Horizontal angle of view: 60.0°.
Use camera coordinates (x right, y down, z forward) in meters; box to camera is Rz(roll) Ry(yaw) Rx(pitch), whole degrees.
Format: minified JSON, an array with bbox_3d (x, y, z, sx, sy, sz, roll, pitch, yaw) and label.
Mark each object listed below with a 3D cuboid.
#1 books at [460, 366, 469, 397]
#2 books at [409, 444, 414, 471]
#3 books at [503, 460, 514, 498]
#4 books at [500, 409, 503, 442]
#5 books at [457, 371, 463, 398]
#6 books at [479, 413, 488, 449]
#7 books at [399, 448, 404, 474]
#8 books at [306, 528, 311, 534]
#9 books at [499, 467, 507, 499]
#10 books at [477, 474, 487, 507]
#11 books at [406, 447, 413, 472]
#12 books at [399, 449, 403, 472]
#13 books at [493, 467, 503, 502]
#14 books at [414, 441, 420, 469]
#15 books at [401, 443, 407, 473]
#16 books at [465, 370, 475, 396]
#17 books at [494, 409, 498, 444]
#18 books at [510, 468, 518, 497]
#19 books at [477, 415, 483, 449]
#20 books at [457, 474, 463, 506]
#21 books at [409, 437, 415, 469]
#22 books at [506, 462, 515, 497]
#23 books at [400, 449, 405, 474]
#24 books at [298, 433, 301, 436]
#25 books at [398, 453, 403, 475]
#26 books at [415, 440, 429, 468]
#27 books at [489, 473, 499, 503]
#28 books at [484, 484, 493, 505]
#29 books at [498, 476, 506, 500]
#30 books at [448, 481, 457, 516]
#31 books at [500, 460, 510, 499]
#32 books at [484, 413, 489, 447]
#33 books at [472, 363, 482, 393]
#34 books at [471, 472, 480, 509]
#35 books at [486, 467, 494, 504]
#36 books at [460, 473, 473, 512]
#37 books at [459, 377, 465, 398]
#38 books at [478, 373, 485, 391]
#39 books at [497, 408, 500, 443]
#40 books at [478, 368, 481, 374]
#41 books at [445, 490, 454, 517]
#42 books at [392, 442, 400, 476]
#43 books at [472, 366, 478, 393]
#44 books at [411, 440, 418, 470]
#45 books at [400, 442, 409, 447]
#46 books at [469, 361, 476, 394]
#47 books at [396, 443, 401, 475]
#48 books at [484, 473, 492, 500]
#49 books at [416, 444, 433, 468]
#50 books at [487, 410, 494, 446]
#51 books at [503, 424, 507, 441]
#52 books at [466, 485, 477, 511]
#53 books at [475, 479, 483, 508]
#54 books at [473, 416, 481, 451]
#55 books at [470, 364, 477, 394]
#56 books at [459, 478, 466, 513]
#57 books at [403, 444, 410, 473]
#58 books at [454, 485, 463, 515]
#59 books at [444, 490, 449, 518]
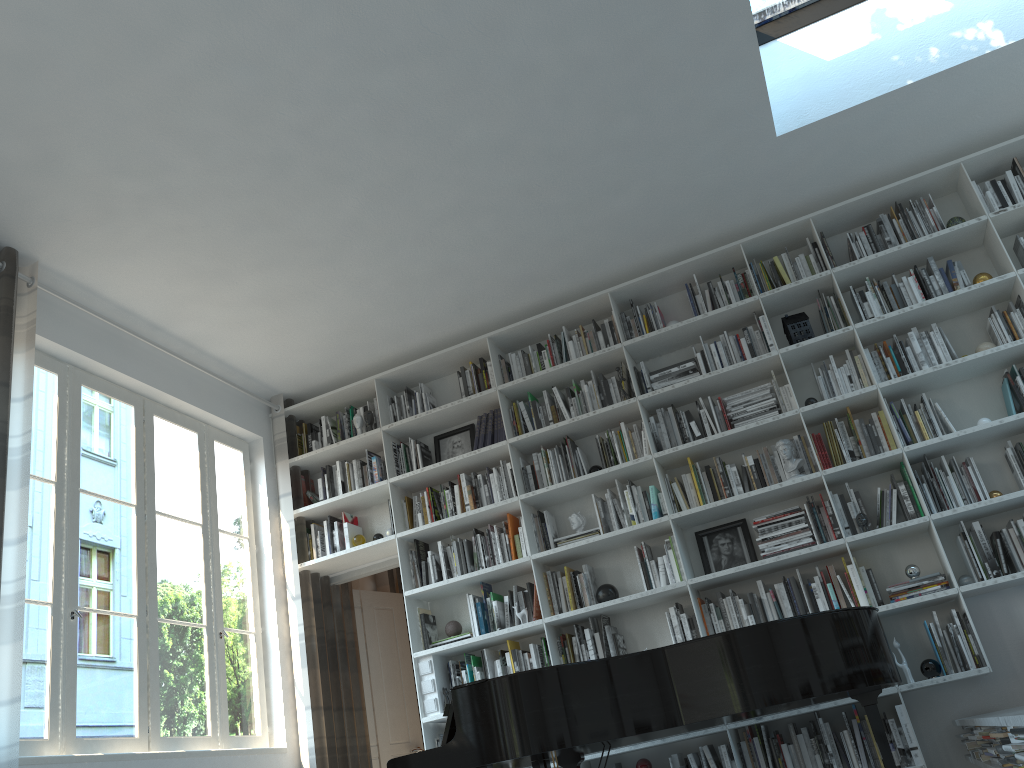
[{"bbox_3d":[-0.273,0.040,5.899,0.024,0.278,0.188,-19,-26,16],"label":"books"},{"bbox_3d":[-0.624,0.530,5.868,0.019,0.242,0.154,-19,-26,16],"label":"books"},{"bbox_3d":[0.009,0.635,5.554,0.022,0.288,0.170,-19,-26,16],"label":"books"},{"bbox_3d":[-0.032,0.311,5.715,0.079,0.284,0.175,-19,-26,16],"label":"books"},{"bbox_3d":[-0.309,0.062,5.927,0.013,0.276,0.151,-19,-26,16],"label":"books"},{"bbox_3d":[-0.157,0.352,5.733,0.110,0.278,0.175,-19,-26,16],"label":"books"},{"bbox_3d":[-0.683,0.554,5.876,0.009,0.227,0.185,-19,-26,16],"label":"books"},{"bbox_3d":[-1.333,1.108,5.943,0.011,0.271,0.189,-19,-26,16],"label":"books"},{"bbox_3d":[-0.015,0.662,5.573,0.024,0.264,0.155,-19,-26,16],"label":"books"},{"bbox_3d":[-0.155,0.713,5.612,0.029,0.259,0.158,-19,-26,16],"label":"books"},{"bbox_3d":[-0.636,0.541,5.857,0.018,0.217,0.187,-19,-26,16],"label":"books"},{"bbox_3d":[-0.695,0.561,5.895,0.005,0.237,0.154,-19,-26,16],"label":"books"},{"bbox_3d":[-0.056,0.668,5.564,0.022,0.262,0.175,-19,-26,16],"label":"books"},{"bbox_3d":[-0.586,0.513,5.856,0.011,0.248,0.168,-19,-26,16],"label":"books"},{"bbox_3d":[-0.673,0.538,5.882,0.009,0.259,0.184,-19,-26,16],"label":"books"},{"bbox_3d":[-0.247,0.045,5.885,0.028,0.248,0.156,-19,-26,16],"label":"books"},{"bbox_3d":[-0.073,0.325,5.728,0.079,0.284,0.175,-19,-26,16],"label":"books"},{"bbox_3d":[0.066,0.644,5.494,0.039,0.201,0.236,-19,-26,16],"label":"books"},{"bbox_3d":[-0.171,0.365,5.755,0.110,0.278,0.175,-19,-26,16],"label":"books"},{"bbox_3d":[-0.288,0.738,5.657,0.014,0.302,0.152,-19,-26,16],"label":"books"},{"bbox_3d":[-0.617,0.509,5.871,0.005,0.280,0.191,-19,-26,16],"label":"books"},{"bbox_3d":[0.036,0.637,5.539,0.035,0.262,0.178,-19,-26,16],"label":"books"},{"bbox_3d":[-0.679,0.555,5.862,0.004,0.213,0.187,-19,-26,16],"label":"books"},{"bbox_3d":[-1.459,0.481,6.265,0.011,0.240,0.151,-19,-26,16],"label":"books"},{"bbox_3d":[-0.701,0.579,5.890,0.015,0.206,0.173,-19,-26,16],"label":"books"},{"bbox_3d":[-0.577,0.507,5.852,0.012,0.253,0.167,-19,-26,16],"label":"books"},{"bbox_3d":[-0.077,0.691,5.565,0.031,0.229,0.173,-19,-26,16],"label":"books"},{"bbox_3d":[-0.126,0.737,5.589,0.022,0.185,0.137,-19,-26,16],"label":"books"},{"bbox_3d":[-0.030,0.692,5.558,0.013,0.205,0.173,-19,-26,16],"label":"books"},{"bbox_3d":[-0.344,0.768,5.661,0.014,0.271,0.181,-19,-26,16],"label":"books"},{"bbox_3d":[-0.011,0.636,5.548,0.012,0.289,0.183,-19,-26,16],"label":"books"},{"bbox_3d":[-0.130,0.350,5.743,0.110,0.278,0.175,-19,-26,16],"label":"books"},{"bbox_3d":[-0.198,0.016,5.875,0.011,0.273,0.184,-19,-26,16],"label":"books"},{"bbox_3d":[-0.194,0.713,5.626,0.025,0.285,0.162,-19,-26,16],"label":"books"},{"bbox_3d":[-0.099,0.677,5.585,0.012,0.279,0.189,-19,-26,16],"label":"books"},{"bbox_3d":[-0.255,0.723,5.621,0.030,0.284,0.186,-19,-26,16],"label":"books"},{"bbox_3d":[-0.290,0.077,5.898,0.028,0.217,0.153,-19,-26,16],"label":"books"},{"bbox_3d":[-0.160,0.045,5.853,0.027,0.189,0.178,-19,-26,16],"label":"books"},{"bbox_3d":[-0.051,0.320,5.725,0.079,0.284,0.175,-19,-26,16],"label":"books"},{"bbox_3d":[-0.175,0.031,5.893,0.013,0.253,0.129,-19,-26,16],"label":"books"},{"bbox_3d":[-0.361,0.798,5.652,0.031,0.216,0.173,-19,-26,16],"label":"books"},{"bbox_3d":[-0.737,0.542,5.903,0.005,0.291,0.184,-19,-26,16],"label":"books"},{"bbox_3d":[-0.207,0.024,5.875,0.010,0.262,0.157,-19,-26,16],"label":"books"},{"bbox_3d":[-0.606,0.511,5.854,0.023,0.257,0.184,-19,-26,16],"label":"books"},{"bbox_3d":[-0.689,0.535,5.904,0.006,0.287,0.144,-19,-26,16],"label":"books"},{"bbox_3d":[-0.225,0.015,5.917,0.014,0.319,0.137,-19,-25,16],"label":"books"},{"bbox_3d":[-0.720,0.545,5.907,0.006,0.286,0.149,-19,-26,16],"label":"books"},{"bbox_3d":[-0.111,0.699,5.603,0.035,0.259,0.131,-19,-26,16],"label":"books"},{"bbox_3d":[-0.565,0.518,5.834,0.012,0.213,0.186,-19,-26,16],"label":"books"},{"bbox_3d":[-0.111,0.332,5.718,0.097,0.281,0.175,-19,-26,16],"label":"books"},{"bbox_3d":[-0.017,0.299,5.697,0.079,0.284,0.175,-19,-26,16],"label":"books"},{"bbox_3d":[-0.221,0.753,5.591,0.029,0.194,0.192,-19,-26,16],"label":"books"},{"bbox_3d":[-0.176,0.727,5.600,0.013,0.231,0.172,-19,-26,16],"label":"books"},{"bbox_3d":[-0.195,0.369,5.753,0.110,0.278,0.175,-19,-26,16],"label":"books"},{"bbox_3d":[-0.215,0.023,5.892,0.013,0.282,0.167,-19,-26,16],"label":"books"},{"bbox_3d":[-0.276,0.740,5.629,0.023,0.270,0.187,-19,-26,16],"label":"books"},{"bbox_3d":[-0.661,0.534,5.864,0.004,0.245,0.189,-19,-26,16],"label":"books"},{"bbox_3d":[-0.311,0.776,5.650,0.047,0.237,0.163,-19,-26,16],"label":"books"},{"bbox_3d":[-0.378,0.802,5.666,0.011,0.228,0.171,-19,-26,16],"label":"books"}]
